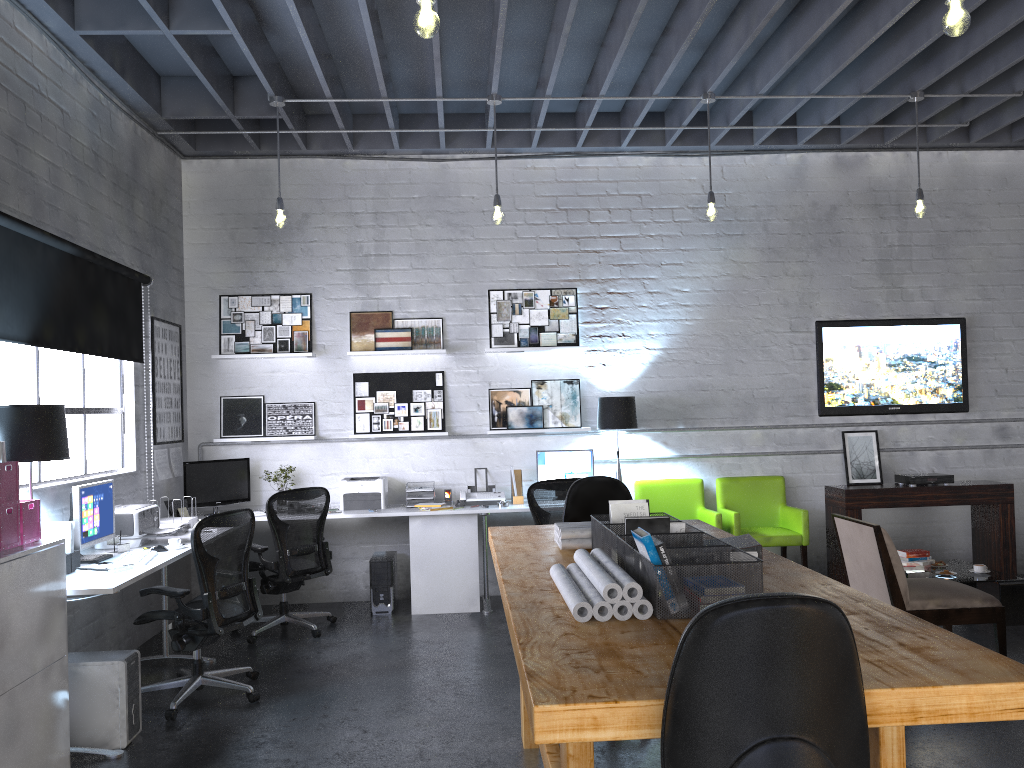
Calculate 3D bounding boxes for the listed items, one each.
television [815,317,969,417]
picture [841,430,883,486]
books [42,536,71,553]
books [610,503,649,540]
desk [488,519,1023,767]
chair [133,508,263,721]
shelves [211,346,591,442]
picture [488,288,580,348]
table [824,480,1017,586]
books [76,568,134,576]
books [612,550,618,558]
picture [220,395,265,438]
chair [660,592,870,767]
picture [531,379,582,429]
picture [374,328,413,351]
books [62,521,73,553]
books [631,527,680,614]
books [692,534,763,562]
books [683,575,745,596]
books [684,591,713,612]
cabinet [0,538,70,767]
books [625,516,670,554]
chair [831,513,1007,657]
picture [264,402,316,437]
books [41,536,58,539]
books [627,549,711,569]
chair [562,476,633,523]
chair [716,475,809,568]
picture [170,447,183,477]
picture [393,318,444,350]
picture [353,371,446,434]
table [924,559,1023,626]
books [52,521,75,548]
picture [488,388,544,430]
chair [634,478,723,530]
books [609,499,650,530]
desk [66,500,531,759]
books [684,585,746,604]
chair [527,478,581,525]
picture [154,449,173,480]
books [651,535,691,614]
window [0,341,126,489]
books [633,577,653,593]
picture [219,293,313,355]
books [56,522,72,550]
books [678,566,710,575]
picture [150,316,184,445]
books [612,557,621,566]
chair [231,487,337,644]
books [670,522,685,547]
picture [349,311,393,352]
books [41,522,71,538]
[{"bbox_3d":[3.238,-0.146,7.546,1.324,0.816,0.021,-2,-1,-4],"label":"television"},{"bbox_3d":[2.964,0.623,7.503,0.308,0.457,0.092,-2,-1,-3],"label":"picture"},{"bbox_3d":[-2.268,0.848,4.417,0.134,0.176,0.020,-2,-1,-3],"label":"books"},{"bbox_3d":[0.494,0.596,3.670,0.158,0.200,0.082,-2,-1,-4],"label":"books"},{"bbox_3d":[0.529,1.146,3.237,1.115,0.926,2.833,-2,-2,-3],"label":"desk"},{"bbox_3d":[-1.744,1.209,4.863,0.753,1.031,0.732,-2,-1,0],"label":"chair"},{"bbox_3d":[-0.878,0.080,7.238,3.024,0.694,0.199,-2,-1,-3],"label":"shelves"},{"bbox_3d":[0.181,-0.545,7.380,0.749,0.503,0.058,-2,-1,-3],"label":"picture"},{"bbox_3d":[3.381,1.246,7.369,1.410,0.819,0.404,-2,-1,-3],"label":"table"},{"bbox_3d":[-2.008,0.926,4.377,0.213,0.012,0.158,-2,-2,22],"label":"books"},{"bbox_3d":[0.507,0.632,3.296,0.248,0.021,0.177,-2,-2,-4],"label":"books"},{"bbox_3d":[-2.201,0.267,7.235,0.355,0.343,0.042,-2,-1,-3],"label":"picture"},{"bbox_3d":[0.474,0.988,1.930,0.659,1.164,0.687,-2,-1,-5],"label":"chair"},{"bbox_3d":[0.369,0.166,7.386,0.410,0.408,0.047,-2,-1,-3],"label":"picture"},{"bbox_3d":[-0.976,-0.361,7.299,0.311,0.196,0.029,-2,-1,-3],"label":"picture"},{"bbox_3d":[-2.298,0.816,4.458,0.177,0.246,0.026,-2,-1,-3],"label":"books"},{"bbox_3d":[0.423,0.549,2.629,0.108,0.234,0.166,-2,-1,-3],"label":"books"},{"bbox_3d":[0.845,0.650,3.520,0.244,0.067,0.298,-2,-2,6],"label":"books"},{"bbox_3d":[0.601,0.600,2.645,0.127,0.022,0.181,-1,-2,-8],"label":"books"},{"bbox_3d":[0.603,0.647,2.648,0.155,0.029,0.226,-2,-2,-3],"label":"books"},{"bbox_3d":[-2.154,1.178,3.325,0.465,1.021,1.152,-2,-1,-3],"label":"cabinet"},{"bbox_3d":[0.477,0.573,3.130,0.158,0.214,0.063,-2,-1,-3],"label":"books"},{"bbox_3d":[2.348,1.196,5.168,0.725,0.842,0.575,-2,-1,-3],"label":"chair"},{"bbox_3d":[-1.816,0.290,7.255,0.410,0.277,0.036,-2,-1,-3],"label":"picture"},{"bbox_3d":[-2.318,0.850,4.418,0.133,0.176,0.009,-1,-1,-9],"label":"books"},{"bbox_3d":[0.524,0.584,2.953,0.232,0.027,0.185,-1,-2,-31],"label":"books"},{"bbox_3d":[0.512,1.067,4.502,0.659,1.164,0.687,-2,-1,-5],"label":"chair"},{"bbox_3d":[2.032,1.230,7.231,0.611,0.920,0.516,-2,-1,-3],"label":"chair"},{"bbox_3d":[-2.600,0.606,6.913,0.036,0.221,0.289,-2,-1,-3],"label":"picture"},{"bbox_3d":[-0.773,-0.406,7.327,0.410,0.277,0.036,-2,-1,-3],"label":"picture"},{"bbox_3d":[-0.928,0.153,7.304,0.749,0.503,0.058,-2,-1,-3],"label":"picture"},{"bbox_3d":[3.022,1.485,6.346,0.873,0.300,0.873,-2,-2,0],"label":"table"},{"bbox_3d":[-2.300,0.816,4.471,0.179,0.247,0.026,-2,-1,-3],"label":"books"},{"bbox_3d":[0.035,0.206,7.357,0.452,0.345,0.054,-2,-1,-3],"label":"picture"},{"bbox_3d":[1.339,1.248,7.190,0.611,0.920,0.516,-2,-1,-3],"label":"chair"},{"bbox_3d":[0.494,0.591,3.701,0.171,0.210,0.046,-2,-1,-3],"label":"books"},{"bbox_3d":[-0.733,1.328,5.674,3.574,0.785,3.300,-2,-2,-3],"label":"desk"},{"bbox_3d":[0.606,0.622,2.650,0.141,0.021,0.203,-2,-2,-2],"label":"books"},{"bbox_3d":[0.298,1.204,6.598,0.732,1.031,0.753,-1,-1,-35],"label":"chair"},{"bbox_3d":[-2.579,0.594,6.566,0.036,0.221,0.289,-2,-1,-3],"label":"picture"},{"bbox_3d":[0.458,0.560,2.616,0.097,0.209,0.158,-2,-1,-4],"label":"books"},{"bbox_3d":[-2.615,-0.048,5.148,0.030,1.219,1.822,-2,-1,-3],"label":"window"},{"bbox_3d":[0.534,0.657,2.955,0.250,0.031,0.185,-1,-2,-6],"label":"books"},{"bbox_3d":[-2.013,-0.486,7.250,0.749,0.503,0.058,-2,-1,-3],"label":"picture"},{"bbox_3d":[-2.297,0.817,4.444,0.173,0.243,0.026,-2,-1,-3],"label":"books"},{"bbox_3d":[0.534,0.608,2.957,0.250,0.022,0.205,-2,-2,2],"label":"books"},{"bbox_3d":[-2.615,-0.013,6.741,0.020,0.935,0.658,-2,-1,-3],"label":"picture"},{"bbox_3d":[0.508,0.653,3.296,0.248,0.021,0.177,-2,-2,-4],"label":"books"},{"bbox_3d":[-1.656,1.251,6.328,0.753,1.031,0.732,-2,-1,20],"label":"chair"},{"bbox_3d":[0.544,0.586,3.164,0.143,0.188,0.061,-2,-1,-3],"label":"books"},{"bbox_3d":[-1.158,-0.429,7.308,0.355,0.343,0.042,-2,-1,-3],"label":"picture"},{"bbox_3d":[-2.298,0.817,4.440,0.172,0.243,0.026,-2,-1,-3],"label":"books"}]
